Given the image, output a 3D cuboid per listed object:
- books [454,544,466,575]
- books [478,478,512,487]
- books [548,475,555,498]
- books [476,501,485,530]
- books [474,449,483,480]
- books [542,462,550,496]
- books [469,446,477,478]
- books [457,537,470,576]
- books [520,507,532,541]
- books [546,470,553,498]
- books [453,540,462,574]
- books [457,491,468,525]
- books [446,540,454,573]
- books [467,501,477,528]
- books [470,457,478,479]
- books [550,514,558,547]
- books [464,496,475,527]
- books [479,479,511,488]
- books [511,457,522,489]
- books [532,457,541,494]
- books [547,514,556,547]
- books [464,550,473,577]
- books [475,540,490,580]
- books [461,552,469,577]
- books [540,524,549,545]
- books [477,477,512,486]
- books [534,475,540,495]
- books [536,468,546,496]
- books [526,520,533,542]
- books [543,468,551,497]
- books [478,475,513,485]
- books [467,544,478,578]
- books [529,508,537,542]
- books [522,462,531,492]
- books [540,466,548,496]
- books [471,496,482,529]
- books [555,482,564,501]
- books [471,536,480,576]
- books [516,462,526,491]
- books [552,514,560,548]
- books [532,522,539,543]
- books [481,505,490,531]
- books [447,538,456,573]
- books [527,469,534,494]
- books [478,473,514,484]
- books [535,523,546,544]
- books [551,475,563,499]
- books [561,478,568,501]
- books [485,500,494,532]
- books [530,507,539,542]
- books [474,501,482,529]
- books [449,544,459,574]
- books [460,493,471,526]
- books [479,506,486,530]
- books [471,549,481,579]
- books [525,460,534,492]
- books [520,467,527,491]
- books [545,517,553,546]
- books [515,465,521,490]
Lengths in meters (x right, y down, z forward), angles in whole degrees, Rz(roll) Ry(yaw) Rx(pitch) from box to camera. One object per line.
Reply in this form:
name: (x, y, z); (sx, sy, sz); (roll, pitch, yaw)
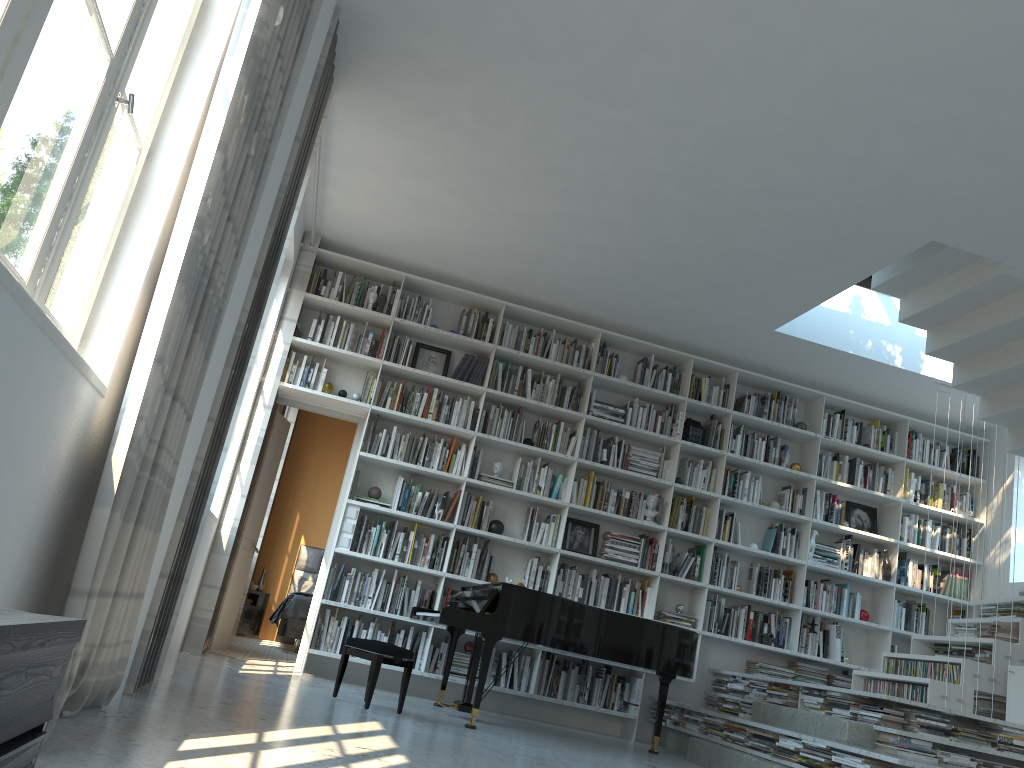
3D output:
books: (-0.417, 1.367, 6.862); (0.042, 0.247, 0.163); (15, -16, -10)
books: (-0.145, 0.795, 7.069); (0.254, 0.012, 0.161); (17, -17, -15)
books: (0.295, 0.851, 7.182); (0.026, 0.218, 0.150); (15, -16, -10)
books: (-0.264, 1.052, 6.998); (0.028, 0.247, 0.143); (15, -16, -10)
books: (-0.279, 0.665, 7.073); (0.021, 0.277, 0.137); (15, -16, -10)
books: (0.248, 0.792, 7.162); (0.011, 0.300, 0.179); (15, -16, -10)
books: (-0.329, 0.647, 7.083); (0.011, 0.297, 0.136); (15, -16, -10)
books: (-0.384, 1.343, 6.875); (0.014, 0.312, 0.166); (15, -16, -10)
books: (0.111, 1.130, 7.057); (0.012, 0.284, 0.160); (15, -16, -10)
books: (0.276, 0.828, 7.183); (0.022, 0.255, 0.152); (15, -16, -10)
books: (-0.438, 1.347, 6.853); (0.012, 0.271, 0.181); (15, -16, -10)
books: (-0.403, 0.991, 6.960); (0.025, 0.283, 0.145); (15, -16, -10)
books: (-0.496, 1.336, 6.863); (0.013, 0.275, 0.147); (15, -16, -10)
books: (-0.326, 1.040, 6.969); (0.025, 0.227, 0.153); (15, -16, -10)
books: (-0.314, 0.691, 7.064); (0.034, 0.209, 0.136); (15, -16, -10)
books: (0.313, 1.183, 7.080); (0.011, 0.278, 0.188); (15, -16, -10)
books: (-0.351, 1.015, 6.965); (0.036, 0.262, 0.167); (15, -16, -10)
books: (-0.147, 0.807, 7.068); (0.254, 0.012, 0.161); (16, -17, -14)
books: (0.025, 0.740, 7.120); (0.012, 0.284, 0.160); (15, -16, -10)
books: (0.178, 0.760, 7.158); (0.010, 0.328, 0.174); (15, -16, -10)
books: (0.291, 1.185, 7.084); (0.027, 0.268, 0.178); (15, -16, -10)
books: (-0.354, 1.400, 6.869); (0.021, 0.214, 0.172); (15, -16, -10)
books: (-0.243, 1.373, 6.901); (0.050, 0.327, 0.167); (15, -16, -10)
books: (-0.378, 1.404, 6.867); (0.024, 0.195, 0.157); (15, -16, -10)
books: (0.247, 1.214, 7.071); (0.024, 0.187, 0.173); (15, -16, -10)
books: (-0.143, 0.784, 7.077); (0.254, 0.012, 0.161); (16, -17, -13)
books: (0.177, 0.834, 7.155); (0.025, 0.188, 0.140); (15, -16, -10)
books: (0.212, 0.809, 7.150); (0.028, 0.246, 0.170); (15, -16, -10)
books: (0.120, 1.180, 7.042); (0.025, 0.185, 0.154); (15, -16, -10)
books: (0.260, 0.815, 7.160); (0.023, 0.259, 0.170); (15, -16, -10)
books: (-0.141, 0.773, 7.082); (0.285, 0.012, 0.160); (14, -17, -8)
books: (-0.325, 1.380, 6.878); (0.027, 0.268, 0.185); (15, -16, -10)
books: (0.145, 1.137, 7.071); (0.011, 0.291, 0.156); (15, -16, -10)
books: (0.098, 0.771, 7.139); (0.022, 0.266, 0.151); (15, -16, -10)
books: (0.236, 0.803, 7.147); (0.012, 0.264, 0.193); (15, -16, -10)
books: (-0.292, 1.020, 6.960); (0.026, 0.273, 0.190); (15, -16, -10)
books: (0.375, 0.890, 7.187); (0.027, 0.180, 0.142); (15, -16, -10)
books: (-0.305, 1.359, 6.915); (0.013, 0.338, 0.138); (15, -16, -10)
books: (0.052, 0.764, 7.115); (0.030, 0.246, 0.174); (15, -16, -10)
books: (0.328, 1.186, 7.086); (0.021, 0.280, 0.162); (15, -16, -10)
books: (0.164, 1.198, 7.065); (0.030, 0.182, 0.155); (15, -16, -10)
books: (-0.225, 1.071, 6.978); (0.028, 0.215, 0.175); (15, -16, -10)
books: (-0.480, 1.334, 6.857); (0.013, 0.282, 0.147); (15, -16, -10)
books: (0.138, 0.804, 7.146); (0.048, 0.224, 0.150); (15, -16, -10)
books: (-0.138, 0.761, 7.081); (0.285, 0.012, 0.160); (16, -17, -14)
books: (0.209, 1.202, 7.059); (0.057, 0.188, 0.156); (15, -16, -10)
books: (0.343, 0.853, 7.169); (0.060, 0.227, 0.179); (15, -16, -10)
books: (0.404, 0.880, 7.199); (0.026, 0.216, 0.126); (15, -16, -10)
books: (-0.197, 1.058, 7.004); (0.028, 0.265, 0.145); (15, -16, -10)
books: (0.157, 1.137, 7.071); (0.012, 0.297, 0.166); (15, -16, -10)
books: (-0.281, 1.045, 6.979); (0.014, 0.243, 0.153); (15, -16, -10)
books: (-0.463, 1.359, 6.852); (0.030, 0.238, 0.157); (15, -16, -10)
books: (-0.381, 1.003, 6.968); (0.026, 0.274, 0.155); (15, -16, -10)
books: (-0.245, 1.071, 6.977); (0.011, 0.207, 0.180); (15, -16, -10)
books: (-0.293, 1.408, 6.898); (0.029, 0.240, 0.136); (15, -16, -10)
books: (0.119, 0.764, 7.134); (0.012, 0.285, 0.168); (15, -16, -10)
books: (0.069, 0.787, 7.144); (0.024, 0.226, 0.138); (15, -16, -10)
books: (0.272, 1.190, 7.071); (0.012, 0.244, 0.171); (15, -16, -10)
books: (0.027, 0.771, 7.127); (0.010, 0.231, 0.155); (15, -16, -10)
